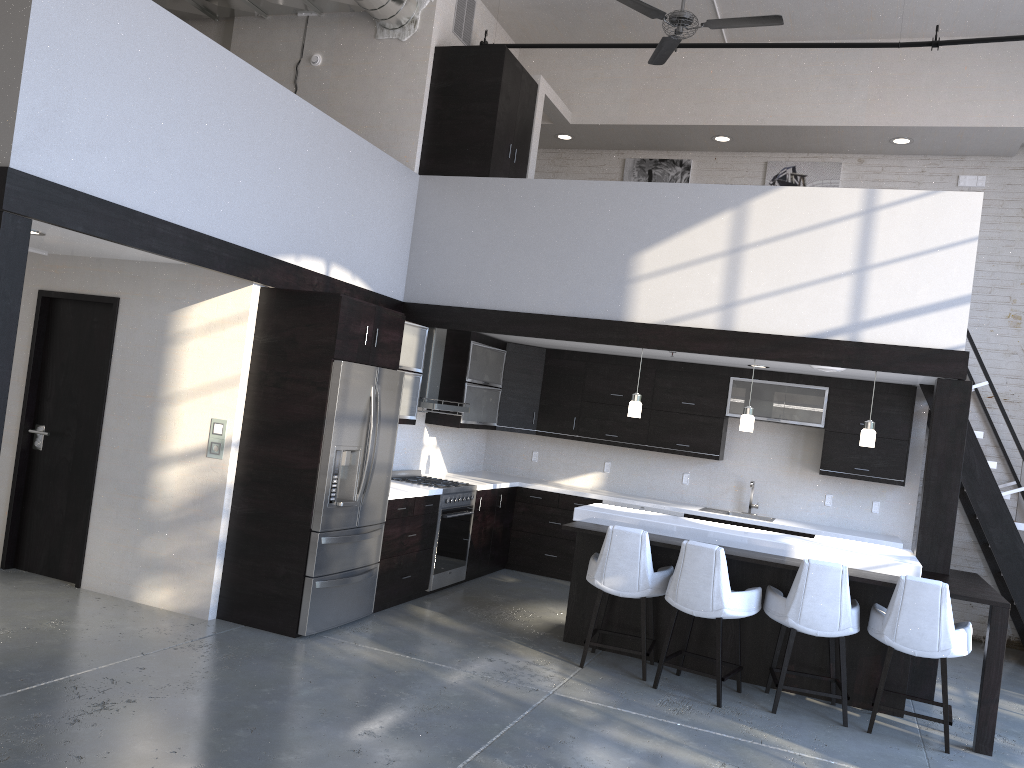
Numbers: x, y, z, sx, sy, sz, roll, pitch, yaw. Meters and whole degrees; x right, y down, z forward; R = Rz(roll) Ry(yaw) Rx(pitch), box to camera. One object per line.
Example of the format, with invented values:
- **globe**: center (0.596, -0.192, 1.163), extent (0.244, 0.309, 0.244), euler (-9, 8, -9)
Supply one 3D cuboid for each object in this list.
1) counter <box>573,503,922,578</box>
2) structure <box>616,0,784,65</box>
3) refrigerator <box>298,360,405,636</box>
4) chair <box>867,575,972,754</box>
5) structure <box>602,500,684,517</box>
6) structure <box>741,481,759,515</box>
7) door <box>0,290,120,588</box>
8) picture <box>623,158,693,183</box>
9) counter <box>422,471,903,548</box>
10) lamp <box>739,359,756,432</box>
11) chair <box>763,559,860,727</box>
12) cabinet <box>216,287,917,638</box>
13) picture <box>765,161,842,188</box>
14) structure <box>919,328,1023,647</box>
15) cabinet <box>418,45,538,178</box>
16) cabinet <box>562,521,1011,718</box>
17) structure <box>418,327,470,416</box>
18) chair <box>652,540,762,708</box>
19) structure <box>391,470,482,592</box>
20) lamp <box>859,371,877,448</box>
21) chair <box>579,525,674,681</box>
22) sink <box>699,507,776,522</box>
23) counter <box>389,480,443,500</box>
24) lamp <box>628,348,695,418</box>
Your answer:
- **counter**: center (1.675, 1.097, 6.424), extent (2.291, 0.095, 0.978), euler (7, -2, 21)
- **structure**: center (1.348, -3.044, 6.877), extent (1.367, 0.863, 1.190), euler (7, -1, 11)
- **refrigerator**: center (-1.345, 0.727, 6.087), extent (0.820, 1.772, 0.853), euler (7, -1, 21)
- **chair**: center (2.400, 1.623, 5.274), extent (0.579, 0.984, 0.502), euler (7, -1, 27)
- **structure**: center (1.317, 1.579, 8.754), extent (0.784, 0.789, 0.783), euler (7, -1, 21)
- **structure**: center (2.312, 1.103, 8.583), extent (0.149, 0.328, 0.225), euler (7, -1, 21)
- **door**: center (-3.150, 0.391, 6.349), extent (0.749, 2.057, 0.271), euler (7, -1, 21)
- **picture**: center (1.526, -1.862, 9.663), extent (0.730, 1.183, 0.049), euler (7, -1, 21)
- **counter**: center (1.337, 1.152, 8.222), extent (4.235, 0.045, 1.711), euler (7, -2, 21)
- **lamp**: center (1.792, 0.047, 6.644), extent (0.100, 0.623, 0.100), euler (7, -1, 27)
- **chair**: center (1.850, 1.558, 5.479), extent (0.579, 0.984, 0.501), euler (7, -1, 12)
- **cabinet**: center (0.924, 0.810, 7.047), extent (4.229, 2.314, 4.279), euler (7, -2, 21)
- **picture**: center (2.937, -1.694, 9.123), extent (0.730, 1.183, 0.049), euler (7, -1, 21)
- **structure**: center (4.357, 0.841, 7.913), extent (1.661, 3.185, 0.930), euler (7, -1, 21)
- **cabinet**: center (-0.349, -1.756, 7.956), extent (0.684, 2.232, 0.838), euler (7, -1, 21)
- **cabinet**: center (1.767, 1.602, 6.147), extent (2.690, 0.910, 1.371), euler (7, -1, 21)
- **structure**: center (-0.671, -0.212, 7.739), extent (0.488, 0.930, 0.728), euler (7, -1, 21)
- **chair**: center (1.211, 1.478, 5.581), extent (0.579, 0.984, 0.502), euler (7, -1, 32)
- **structure**: center (-0.725, 1.244, 7.719), extent (0.620, 0.902, 0.845), euler (7, -1, 21)
- **lamp**: center (2.916, 0.209, 7.201), extent (0.124, 0.623, 1.950), euler (7, -2, 21)
- **chair**: center (0.747, 1.427, 5.903), extent (0.579, 0.984, 0.502), euler (7, -1, 17)
- **sink**: center (2.129, 1.320, 8.418), extent (0.676, 0.168, 0.475), euler (7, -2, 21)
- **counter**: center (-1.041, 0.807, 6.920), extent (0.676, 0.047, 0.920), euler (7, -2, 21)
- **lamp**: center (1.365, 0.025, 7.796), extent (0.124, 0.623, 1.954), euler (7, -2, 23)
